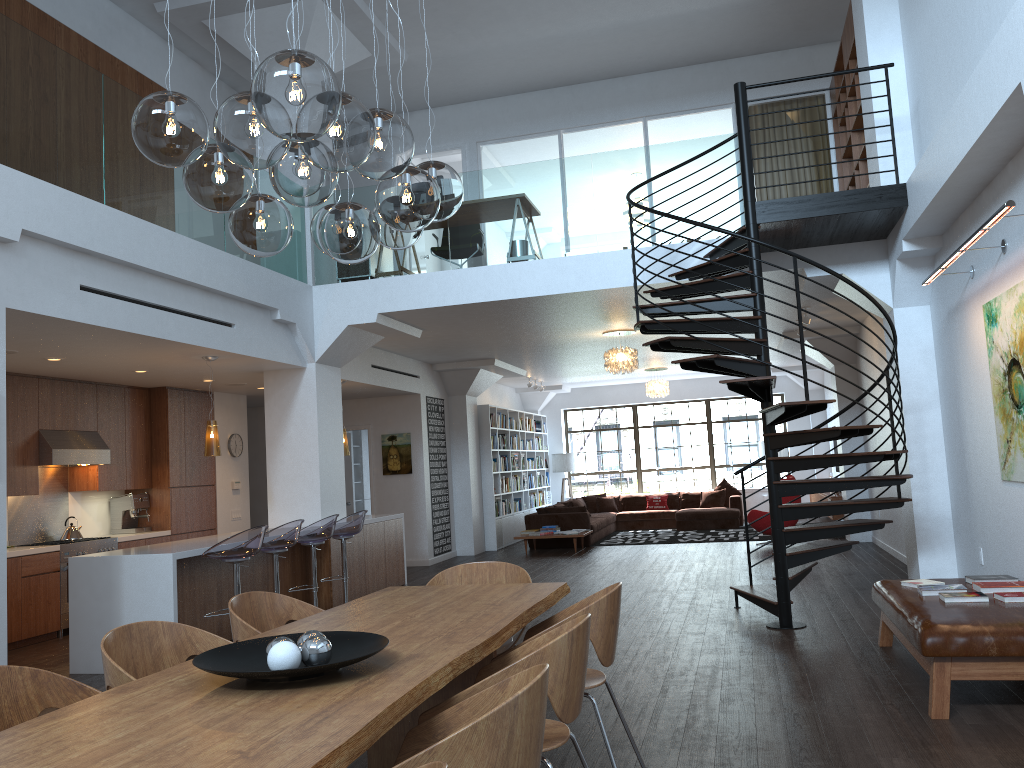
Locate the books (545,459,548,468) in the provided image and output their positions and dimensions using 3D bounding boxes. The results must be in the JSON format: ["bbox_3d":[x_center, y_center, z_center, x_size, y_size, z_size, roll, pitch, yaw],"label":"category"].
[{"bbox_3d":[0.667,1.699,18.954,0.182,0.215,0.188,-5,-6,14],"label":"books"}]

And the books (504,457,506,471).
[{"bbox_3d":[-0.197,1.415,15.630,0.182,0.253,0.034,-5,-6,14],"label":"books"}]

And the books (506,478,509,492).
[{"bbox_3d":[-0.158,1.793,15.695,0.183,0.253,0.034,-5,-6,14],"label":"books"}]

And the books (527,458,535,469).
[{"bbox_3d":[0.382,1.601,17.836,0.140,0.231,0.042,-5,-6,14],"label":"books"}]

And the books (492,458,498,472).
[{"bbox_3d":[-0.321,1.386,15.124,0.140,0.231,0.042,-5,-6,14],"label":"books"}]

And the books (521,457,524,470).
[{"bbox_3d":[0.125,1.515,16.876,0.174,0.251,0.051,-5,-6,14],"label":"books"}]

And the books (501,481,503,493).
[{"bbox_3d":[-0.241,1.786,15.322,0.144,0.207,0.048,-5,-6,14],"label":"books"}]

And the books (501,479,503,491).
[{"bbox_3d":[-0.246,1.774,15.369,0.159,0.241,0.038,-5,-6,14],"label":"books"}]

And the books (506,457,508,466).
[{"bbox_3d":[-0.167,1.426,15.767,0.182,0.253,0.034,-5,-6,14],"label":"books"}]

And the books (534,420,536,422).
[{"bbox_3d":[0.399,0.873,18.255,0.183,0.253,0.042,-5,-6,14],"label":"books"}]

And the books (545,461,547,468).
[{"bbox_3d":[0.636,1.696,18.869,0.167,0.210,0.162,-5,-6,14],"label":"books"}]

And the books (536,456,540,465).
[{"bbox_3d":[0.490,1.628,18.331,0.180,0.259,0.042,-5,-6,14],"label":"books"}]

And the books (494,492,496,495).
[{"bbox_3d":[-0.377,1.843,14.917,0.197,0.035,0.284,-4,-5,4],"label":"books"}]

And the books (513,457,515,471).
[{"bbox_3d":[-0.052,1.463,16.234,0.183,0.253,0.042,-5,-6,14],"label":"books"}]

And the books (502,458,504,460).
[{"bbox_3d":[-0.223,1.421,15.564,0.167,0.230,0.037,-5,-6,14],"label":"books"}]

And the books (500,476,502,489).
[{"bbox_3d":[-0.249,1.737,15.280,0.140,0.298,0.044,-5,-6,14],"label":"books"}]

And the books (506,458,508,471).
[{"bbox_3d":[-0.171,1.429,15.726,0.174,0.239,0.045,-5,-6,14],"label":"books"}]

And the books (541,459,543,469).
[{"bbox_3d":[0.540,1.653,18.499,0.174,0.236,0.142,-5,-6,14],"label":"books"}]

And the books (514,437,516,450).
[{"bbox_3d":[-0.023,1.105,16.442,0.170,0.245,0.057,-5,-6,14],"label":"books"}]

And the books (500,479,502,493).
[{"bbox_3d":[-0.278,1.760,15.233,0.189,0.247,0.057,-5,-6,14],"label":"books"}]

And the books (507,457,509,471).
[{"bbox_3d":[-0.149,1.428,15.797,0.182,0.253,0.034,-5,-6,14],"label":"books"}]

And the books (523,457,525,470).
[{"bbox_3d":[0.142,1.525,16.980,0.183,0.253,0.039,-5,-6,14],"label":"books"}]

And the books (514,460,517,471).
[{"bbox_3d":[-0.010,1.495,16.346,0.161,0.207,0.135,-5,-6,14],"label":"books"}]

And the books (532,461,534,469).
[{"bbox_3d":[0.373,1.626,17.748,0.120,0.167,0.020,-5,-6,14],"label":"books"}]

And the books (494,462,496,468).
[{"bbox_3d":[-0.331,1.411,15.036,0.120,0.167,0.020,-5,-6,14],"label":"books"}]

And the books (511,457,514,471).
[{"bbox_3d":[-0.070,1.460,16.122,0.174,0.240,0.054,-5,-6,14],"label":"books"}]

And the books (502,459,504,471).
[{"bbox_3d":[-0.227,1.420,15.503,0.161,0.223,0.027,-5,-6,14],"label":"books"}]

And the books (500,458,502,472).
[{"bbox_3d":[-0.261,1.403,15.390,0.174,0.239,0.045,-5,-6,14],"label":"books"}]

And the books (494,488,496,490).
[{"bbox_3d":[-0.384,1.776,14.919,0.174,0.032,0.254,-4,-5,9],"label":"books"}]

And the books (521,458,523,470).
[{"bbox_3d":[0.115,1.527,16.836,0.161,0.223,0.030,-5,-6,14],"label":"books"}]

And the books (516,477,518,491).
[{"bbox_3d":[0.021,1.844,16.341,0.183,0.253,0.034,-5,-6,14],"label":"books"}]

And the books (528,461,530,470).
[{"bbox_3d":[0.281,1.598,17.394,0.120,0.167,0.019,-5,-6,14],"label":"books"}]

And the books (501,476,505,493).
[{"bbox_3d":[-0.215,1.759,15.496,0.176,0.290,0.053,-5,-6,14],"label":"books"}]

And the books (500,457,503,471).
[{"bbox_3d":[-0.251,1.404,15.441,0.170,0.245,0.057,-5,-6,14],"label":"books"}]

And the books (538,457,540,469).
[{"bbox_3d":[0.476,1.628,18.253,0.171,0.246,0.039,-5,-6,14],"label":"books"}]

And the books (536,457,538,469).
[{"bbox_3d":[0.436,1.616,18.072,0.174,0.240,0.054,-5,-6,14],"label":"books"}]

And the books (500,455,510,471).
[{"bbox_3d":[-0.144,1.415,15.862,0.176,0.294,0.102,-5,-6,14],"label":"books"}]

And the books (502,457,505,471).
[{"bbox_3d":[-0.228,1.414,15.603,0.182,0.253,0.034,-5,-6,14],"label":"books"}]

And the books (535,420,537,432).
[{"bbox_3d":[0.416,0.876,18.296,0.183,0.253,0.042,-5,-6,14],"label":"books"}]

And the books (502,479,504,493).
[{"bbox_3d":[-0.232,1.775,15.414,0.171,0.246,0.057,-5,-6,14],"label":"books"}]

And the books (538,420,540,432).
[{"bbox_3d":[0.486,0.896,18.548,0.183,0.253,0.042,-5,-6,14],"label":"books"}]

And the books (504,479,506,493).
[{"bbox_3d":[-0.211,1.791,15.571,0.174,0.240,0.045,-5,-6,14],"label":"books"}]

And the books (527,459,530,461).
[{"bbox_3d":[0.289,1.585,17.479,0.140,0.206,0.042,-5,-6,14],"label":"books"}]

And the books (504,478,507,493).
[{"bbox_3d":[-0.176,1.790,15.615,0.171,0.246,0.057,-5,-6,14],"label":"books"}]

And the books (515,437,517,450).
[{"bbox_3d":[-0.007,1.111,16.490,0.174,0.239,0.045,-5,-6,14],"label":"books"}]

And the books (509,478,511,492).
[{"bbox_3d":[-0.112,1.806,15.858,0.183,0.253,0.034,-5,-6,14],"label":"books"}]

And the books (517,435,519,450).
[{"bbox_3d":[0.017,1.101,16.627,0.197,0.283,0.065,-5,-6,14],"label":"books"}]

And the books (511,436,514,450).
[{"bbox_3d":[-0.068,1.086,16.250,0.182,0.253,0.034,-5,-6,14],"label":"books"}]

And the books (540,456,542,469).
[{"bbox_3d":[0.518,1.637,18.413,0.183,0.253,0.042,-5,-6,14],"label":"books"}]
